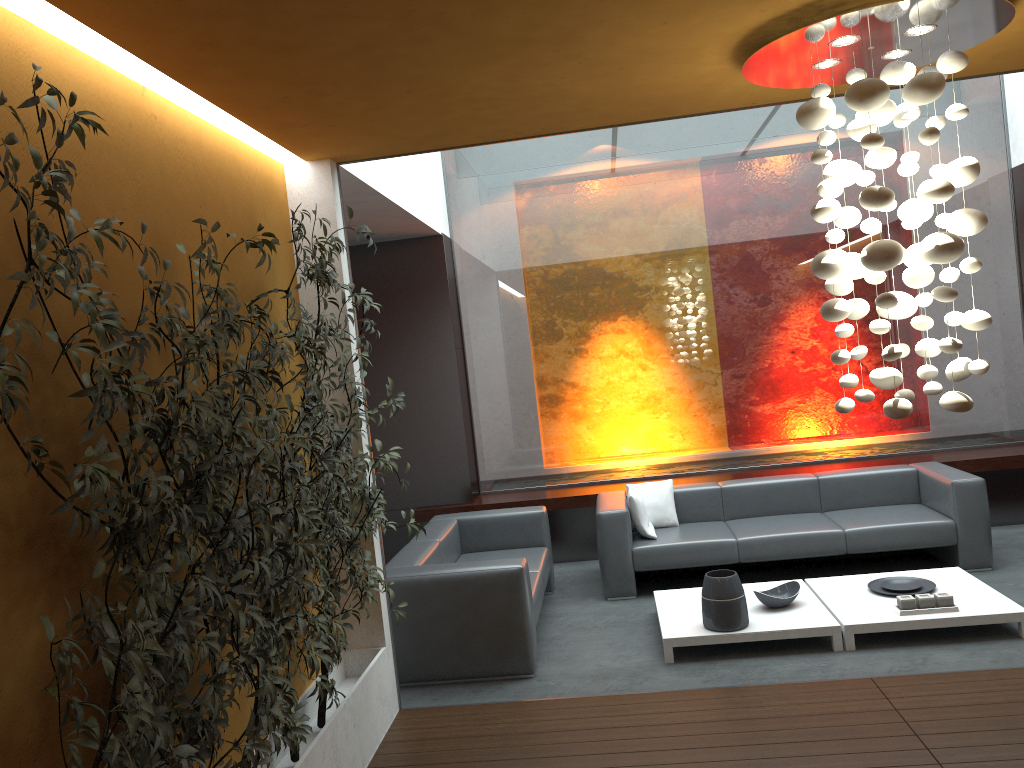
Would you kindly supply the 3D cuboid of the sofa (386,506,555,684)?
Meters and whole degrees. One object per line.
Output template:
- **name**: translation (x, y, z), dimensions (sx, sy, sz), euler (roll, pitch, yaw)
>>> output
- **sofa**: translation (-0.247, 1.363, 6.145), dimensions (0.943, 0.652, 2.025), euler (-6, 2, 6)

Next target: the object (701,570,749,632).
- **object**: translation (1.247, 1.269, 5.226), dimensions (0.265, 0.309, 0.265), euler (-7, 2, -22)

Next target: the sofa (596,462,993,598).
- **sofa**: translation (2.047, 1.090, 6.806), dimensions (2.781, 0.652, 0.943), euler (-6, 2, 6)

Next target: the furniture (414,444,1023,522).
- **furniture**: translation (2.137, 0.847, 7.826), dimensions (6.000, 0.109, 0.600), euler (-6, 2, 6)

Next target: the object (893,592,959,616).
- **object**: translation (2.376, 1.257, 5.100), dimensions (0.326, 0.097, 0.118), euler (-6, 2, 6)

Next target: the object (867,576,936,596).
- **object**: translation (2.436, 1.270, 5.547), dimensions (0.394, 0.027, 0.394), euler (-6, 2, 23)

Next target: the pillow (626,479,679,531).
- **pillow**: translation (1.111, 0.961, 7.038), dimensions (0.376, 0.361, 0.169), euler (-6, 2, 4)

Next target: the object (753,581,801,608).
- **object**: translation (1.643, 1.311, 5.483), dimensions (0.317, 0.125, 0.223), euler (-7, 2, -27)

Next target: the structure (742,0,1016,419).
- **structure**: translation (1.508, -0.649, 3.556), dimensions (1.002, 1.529, 1.002), euler (-8, 2, -35)

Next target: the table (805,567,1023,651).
- **table**: translation (2.431, 1.363, 5.458), dimensions (1.000, 0.150, 1.000), euler (-6, 2, 6)

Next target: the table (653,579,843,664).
- **table**: translation (1.426, 1.471, 5.568), dimensions (1.000, 0.150, 1.000), euler (-6, 2, 6)

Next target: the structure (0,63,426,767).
- **structure**: translation (-0.912, 0.356, 3.181), dimensions (0.622, 2.483, 3.166), euler (-6, 2, 5)

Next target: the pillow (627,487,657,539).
- **pillow**: translation (0.985, 0.984, 6.782), dimensions (0.186, 0.358, 0.376), euler (-6, 2, 5)

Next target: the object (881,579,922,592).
- **object**: translation (2.435, 1.267, 5.547), dimensions (0.239, 0.027, 0.239), euler (-7, 2, -22)
